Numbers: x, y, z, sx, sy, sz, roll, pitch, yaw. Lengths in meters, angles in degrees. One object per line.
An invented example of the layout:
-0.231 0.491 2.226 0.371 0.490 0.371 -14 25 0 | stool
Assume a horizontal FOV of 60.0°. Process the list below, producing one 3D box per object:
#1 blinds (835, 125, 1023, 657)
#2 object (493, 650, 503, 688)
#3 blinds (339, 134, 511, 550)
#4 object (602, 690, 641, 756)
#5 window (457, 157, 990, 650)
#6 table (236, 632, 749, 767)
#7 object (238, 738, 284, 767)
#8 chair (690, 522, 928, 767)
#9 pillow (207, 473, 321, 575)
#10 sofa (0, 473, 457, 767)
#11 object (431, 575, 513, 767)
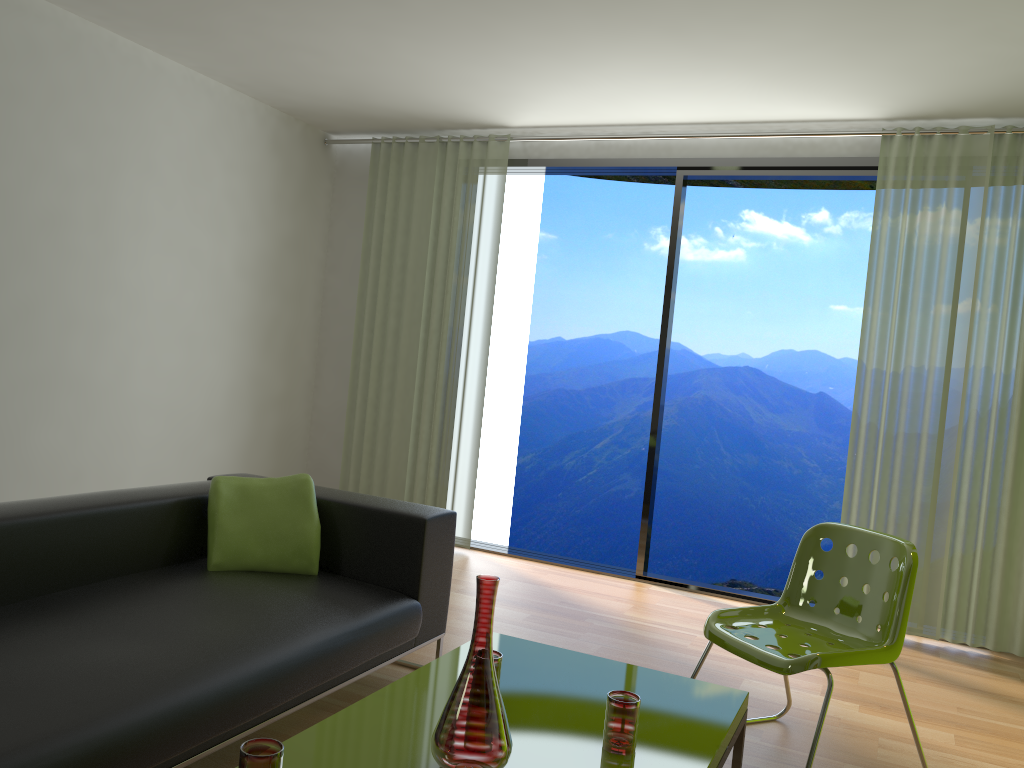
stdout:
2.256 0.002 4.419 1.012 2.568 0.067 6 1 24 | blinds
-0.066 0.730 2.201 0.075 0.122 0.076 5 1 -32 | object
-0.580 -0.302 5.683 1.012 2.568 0.067 6 1 24 | blinds
0.247 0.765 2.000 0.075 0.122 0.076 5 1 -32 | object
1.092 -0.045 5.181 3.336 2.498 0.219 6 1 24 | window
-0.066 0.970 1.859 0.810 0.349 1.682 6 1 24 | table
-0.449 0.705 1.575 0.075 0.122 0.076 5 1 -32 | object
0.931 0.843 2.824 0.546 0.759 0.640 5 1 -28 | chair
-0.898 0.506 3.210 0.399 0.362 0.269 5 1 -18 | pillow
-1.185 0.706 2.380 1.061 0.639 2.583 6 1 24 | sofa
-0.068 0.596 1.821 0.168 0.400 0.168 6 1 10 | object
